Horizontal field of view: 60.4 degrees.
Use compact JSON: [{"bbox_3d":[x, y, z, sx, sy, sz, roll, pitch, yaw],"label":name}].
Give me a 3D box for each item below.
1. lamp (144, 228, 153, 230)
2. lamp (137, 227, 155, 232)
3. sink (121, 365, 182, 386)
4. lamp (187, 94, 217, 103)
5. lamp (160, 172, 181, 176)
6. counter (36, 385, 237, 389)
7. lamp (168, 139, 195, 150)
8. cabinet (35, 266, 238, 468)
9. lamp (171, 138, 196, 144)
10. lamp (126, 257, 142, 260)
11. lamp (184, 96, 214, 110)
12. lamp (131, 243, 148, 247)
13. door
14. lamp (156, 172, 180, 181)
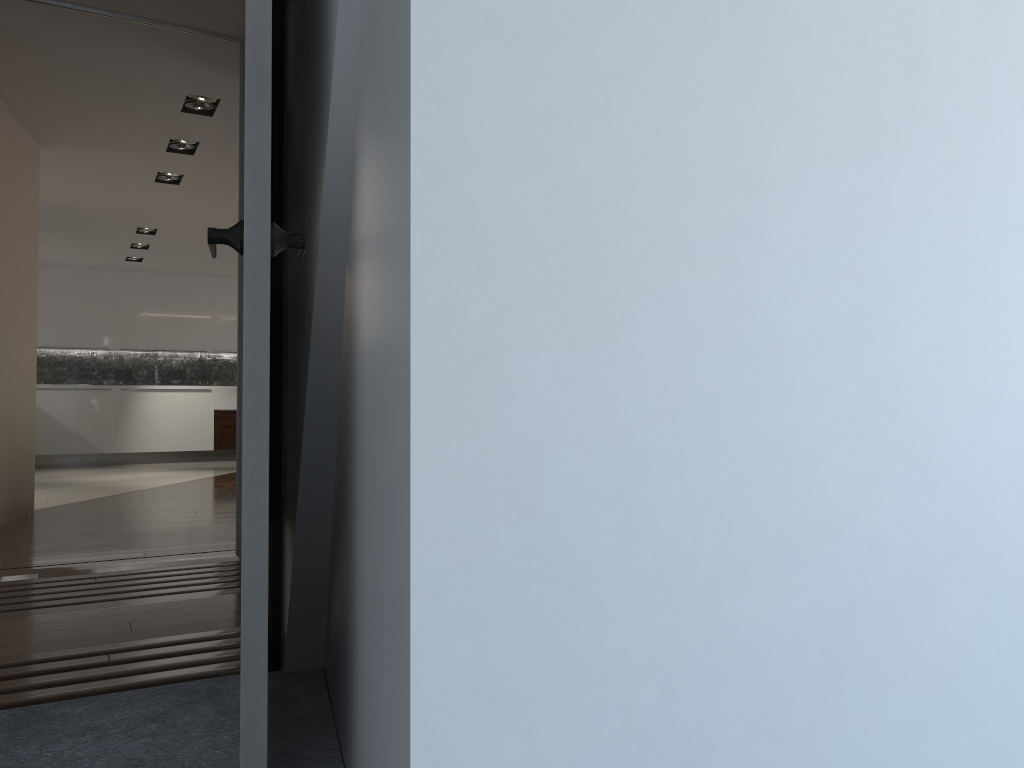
[{"bbox_3d":[-3.675,-1.599,8.864,0.185,0.077,0.168,1,-2,-28],"label":"lamp"},{"bbox_3d":[-3.753,-1.594,9.017,0.167,0.077,0.186,-2,-2,45],"label":"lamp"},{"bbox_3d":[-4.547,0.011,11.697,1.208,0.521,0.485,1,-2,-29],"label":"sink"},{"bbox_3d":[-1.830,-1.715,5.200,0.184,0.077,0.170,0,-2,-23],"label":"lamp"},{"bbox_3d":[-2.661,-1.663,6.846,0.184,0.077,0.170,0,-2,-23],"label":"lamp"},{"bbox_3d":[-4.468,0.024,10.654,4.223,0.041,2.564,1,-2,-29],"label":"counter"},{"bbox_3d":[-2.321,-1.685,6.172,0.186,0.077,0.168,1,-2,-33],"label":"lamp"},{"bbox_3d":[-2.779,-0.258,10.673,7.252,2.501,4.237,1,-2,-29],"label":"cabinet"},{"bbox_3d":[-2.243,-1.689,6.019,0.184,0.077,0.170,0,-2,-23],"label":"lamp"},{"bbox_3d":[-4.585,-1.542,10.664,0.168,0.077,0.185,-1,-2,33],"label":"lamp"},{"bbox_3d":[-1.907,-1.711,5.354,0.186,0.077,0.168,1,-2,-33],"label":"lamp"},{"bbox_3d":[-4.170,-1.568,9.841,0.167,0.077,0.186,-2,-2,45],"label":"lamp"},{"bbox_3d":[-0.875,-0.322,1.692,1.049,2.094,0.932,1,-2,-29],"label":"door"},{"bbox_3d":[-2.739,-1.658,7.000,0.169,0.077,0.184,-1,-2,27],"label":"lamp"}]
